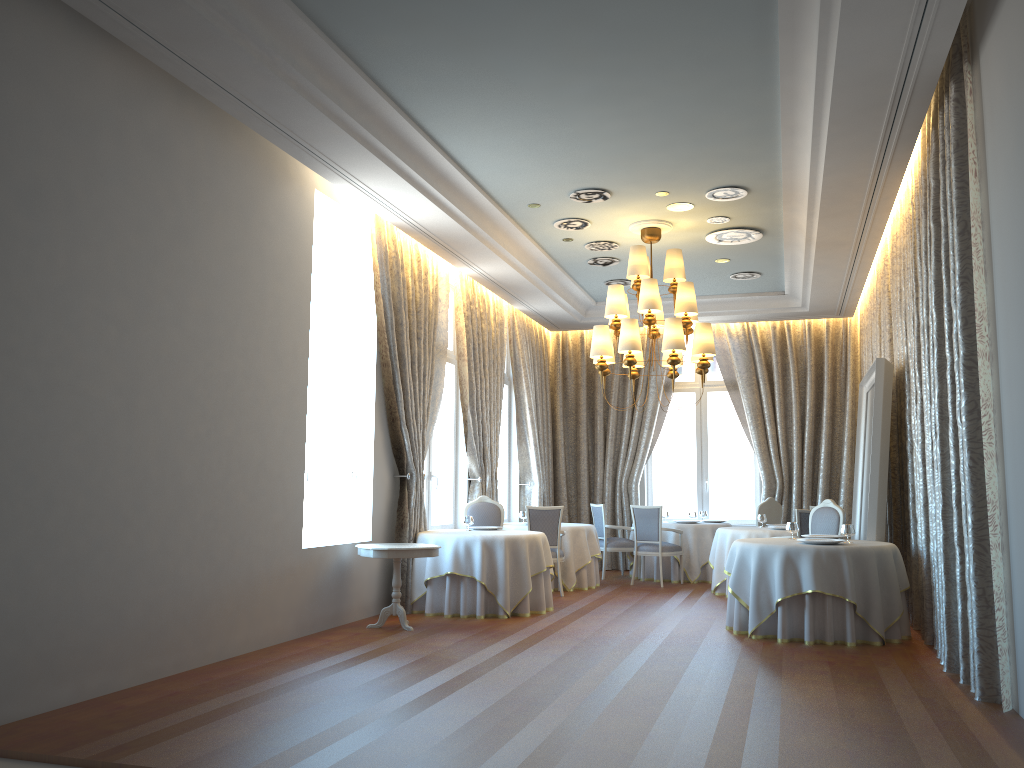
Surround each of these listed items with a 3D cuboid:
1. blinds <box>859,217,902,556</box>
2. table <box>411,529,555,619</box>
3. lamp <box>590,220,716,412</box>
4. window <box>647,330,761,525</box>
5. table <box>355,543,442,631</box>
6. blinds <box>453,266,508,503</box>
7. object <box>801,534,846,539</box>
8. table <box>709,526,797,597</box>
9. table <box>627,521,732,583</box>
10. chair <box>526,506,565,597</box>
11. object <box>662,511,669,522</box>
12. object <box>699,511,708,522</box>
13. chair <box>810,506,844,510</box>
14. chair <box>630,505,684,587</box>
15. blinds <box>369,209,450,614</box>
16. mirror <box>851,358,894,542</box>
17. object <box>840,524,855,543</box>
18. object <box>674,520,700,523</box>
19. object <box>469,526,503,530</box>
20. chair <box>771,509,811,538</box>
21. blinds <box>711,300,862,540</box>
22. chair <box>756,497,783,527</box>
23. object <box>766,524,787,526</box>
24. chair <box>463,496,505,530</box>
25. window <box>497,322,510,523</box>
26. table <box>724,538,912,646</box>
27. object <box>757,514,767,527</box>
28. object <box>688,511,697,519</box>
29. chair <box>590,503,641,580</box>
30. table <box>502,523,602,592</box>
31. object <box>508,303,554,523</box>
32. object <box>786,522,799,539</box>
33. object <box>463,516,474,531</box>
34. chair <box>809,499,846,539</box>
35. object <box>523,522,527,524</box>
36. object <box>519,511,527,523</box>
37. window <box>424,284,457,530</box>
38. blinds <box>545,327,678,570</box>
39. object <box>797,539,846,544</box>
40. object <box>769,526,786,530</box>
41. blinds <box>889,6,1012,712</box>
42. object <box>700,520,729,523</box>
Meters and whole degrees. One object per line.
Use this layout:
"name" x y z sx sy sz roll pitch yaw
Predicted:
"blinds" 4.852 0.343 11.809 0.238 4.819 4.439 -2 -7 17
"table" -0.363 2.083 9.817 1.663 0.890 1.667 0 -7 6
"lamp" 1.588 -0.766 10.061 1.373 2.121 1.373 5 -8 -35
"window" 3.199 0.695 14.960 1.881 3.306 0.196 -2 -7 17
"table" -1.089 1.940 8.418 0.761 0.801 0.760 5 -8 -33
"blinds" -0.350 0.375 12.257 0.335 4.969 2.257 -2 -7 17
"object" 3.087 1.518 8.789 0.419 0.036 0.419 -2 -7 16
"table" 3.399 2.301 11.383 1.663 0.890 1.667 -4 -8 31
"table" 2.607 2.555 13.525 1.667 0.890 1.663 -5 -9 36
"chair" 0.361 2.098 11.249 0.650 1.108 0.629 1 -7 -8
"object" 2.309 2.004 13.384 0.128 0.165 0.128 -2 -7 17
"object" 2.977 2.059 13.799 0.128 0.165 0.128 -2 -7 17
"chair" 4.312 2.262 12.357 0.650 1.108 0.629 -5 -9 37
"chair" 2.015 2.263 12.512 0.650 1.108 0.629 -4 -8 32
"blinds" -1.098 0.086 9.933 0.315 4.930 2.204 -2 -7 17
"mirror" 3.894 1.146 9.686 0.385 2.564 2.251 -2 -7 17
"object" 3.082 1.374 8.136 0.128 0.165 0.128 -2 -7 17
"object" 2.592 2.040 13.132 0.419 0.036 0.419 -2 -7 16
"object" -0.305 1.672 10.281 0.419 0.036 0.419 -2 -7 16
"chair" 3.408 2.018 10.396 0.650 1.108 0.629 2 -7 -13
"blinds" 4.407 0.641 14.153 2.476 4.901 0.386 -2 -7 17
"chair" 3.498 2.252 12.793 0.563 1.233 0.690 5 -8 -32
"object" 3.608 1.890 11.830 0.419 0.036 0.419 -2 -7 16
"chair" -0.315 1.966 10.671 0.563 1.233 0.690 1 -7 -8
"window" -0.318 0.485 13.450 0.196 3.306 1.881 -2 -7 17
"table" 2.856 1.932 8.364 1.663 0.890 1.667 0 -7 6
"object" 3.315 1.813 11.748 0.128 0.165 0.128 -2 -7 17
"object" 2.738 2.012 13.430 0.128 0.165 0.128 -2 -7 17
"chair" 1.556 2.369 13.418 0.629 1.108 0.650 3 -7 -18
"table" 0.422 2.392 12.318 1.667 0.890 1.663 -1 -7 11
"object" 0.355 0.675 14.309 0.386 4.901 2.121 -2 -7 17
"object" 2.758 1.443 8.722 0.128 0.165 0.128 7 -9 -42
"object" -0.493 1.575 10.022 0.128 0.165 0.128 1 -7 -1
"chair" 3.080 1.822 9.269 0.690 1.233 0.563 3 -7 -23
"object" 0.349 1.875 11.915 0.419 0.036 0.419 -2 -7 16
"object" 0.166 1.901 12.675 0.128 0.165 0.128 -2 -7 17
"window" -0.995 0.203 11.165 0.259 3.306 1.882 -2 -7 17
"blinds" 1.661 0.723 15.003 2.535 4.901 0.386 -2 -7 17
"object" 2.780 1.417 7.978 0.419 0.036 0.419 -2 -7 16
"object" 3.403 1.793 11.042 0.419 0.036 0.419 -2 -7 16
"blinds" 3.562 -0.169 7.663 0.238 4.819 4.439 -2 -7 17
"object" 3.077 2.086 13.480 0.419 0.036 0.419 -2 -7 16
